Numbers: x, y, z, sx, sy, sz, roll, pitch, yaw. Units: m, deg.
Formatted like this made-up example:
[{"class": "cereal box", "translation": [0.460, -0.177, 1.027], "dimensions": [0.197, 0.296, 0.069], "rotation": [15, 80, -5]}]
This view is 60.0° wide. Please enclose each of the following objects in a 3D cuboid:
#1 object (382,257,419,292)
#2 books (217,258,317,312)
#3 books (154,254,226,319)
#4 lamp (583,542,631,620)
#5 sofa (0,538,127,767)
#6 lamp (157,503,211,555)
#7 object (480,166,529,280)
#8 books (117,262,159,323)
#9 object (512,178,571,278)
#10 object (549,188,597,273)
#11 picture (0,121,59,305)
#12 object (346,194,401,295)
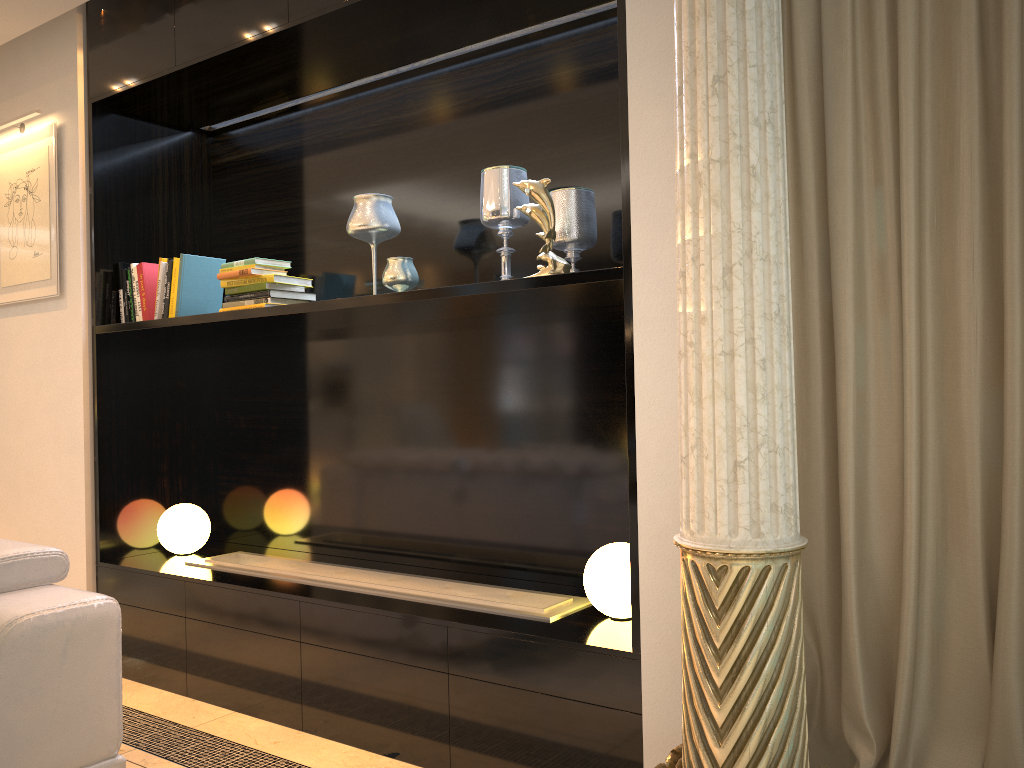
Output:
[{"class": "object", "translation": [-0.377, -0.346, 2.996], "dimensions": [0.119, 0.154, 0.119], "rotation": [-1, -1, -45]}, {"class": "books", "translation": [-0.923, -0.355, 3.329], "dimensions": [0.296, 0.197, 0.260], "rotation": [-2, -1, 38]}, {"class": "books", "translation": [-1.300, -0.374, 3.567], "dimensions": [0.210, 0.261, 0.212], "rotation": [-2, -1, 35]}, {"class": "lamp", "translation": [0.312, 0.563, 2.545], "dimensions": [0.213, 0.214, 0.212], "rotation": [-1, -1, -4]}, {"class": "sofa", "translation": [-2.170, 0.789, 2.297], "dimensions": [2.328, 0.754, 1.145], "rotation": [-2, -1, 35]}, {"class": "lamp", "translation": [-1.386, 0.612, 3.750], "dimensions": [0.212, 0.214, 0.213], "rotation": [-1, -1, -15]}, {"class": "object", "translation": [-0.021, -0.479, 2.881], "dimensions": [0.156, 0.426, 0.156], "rotation": [-2, -1, 41]}, {"class": "books", "translation": [-1.491, -0.373, 3.697], "dimensions": [0.240, 0.270, 0.208], "rotation": [-2, -1, 35]}, {"class": "object", "translation": [0.079, -0.431, 2.500], "dimensions": [0.182, 0.293, 0.116], "rotation": [-2, -1, 32]}, {"class": "object", "translation": [0.187, -0.430, 2.726], "dimensions": [0.147, 0.317, 0.147], "rotation": [-2, -1, 37]}, {"class": "picture", "translation": [-2.132, -0.723, 3.871], "dimensions": [0.610, 0.729, 0.027], "rotation": [-2, -1, 35]}, {"class": "object", "translation": [-0.479, -0.457, 3.082], "dimensions": [0.181, 0.381, 0.181], "rotation": [-2, -1, 30]}]
